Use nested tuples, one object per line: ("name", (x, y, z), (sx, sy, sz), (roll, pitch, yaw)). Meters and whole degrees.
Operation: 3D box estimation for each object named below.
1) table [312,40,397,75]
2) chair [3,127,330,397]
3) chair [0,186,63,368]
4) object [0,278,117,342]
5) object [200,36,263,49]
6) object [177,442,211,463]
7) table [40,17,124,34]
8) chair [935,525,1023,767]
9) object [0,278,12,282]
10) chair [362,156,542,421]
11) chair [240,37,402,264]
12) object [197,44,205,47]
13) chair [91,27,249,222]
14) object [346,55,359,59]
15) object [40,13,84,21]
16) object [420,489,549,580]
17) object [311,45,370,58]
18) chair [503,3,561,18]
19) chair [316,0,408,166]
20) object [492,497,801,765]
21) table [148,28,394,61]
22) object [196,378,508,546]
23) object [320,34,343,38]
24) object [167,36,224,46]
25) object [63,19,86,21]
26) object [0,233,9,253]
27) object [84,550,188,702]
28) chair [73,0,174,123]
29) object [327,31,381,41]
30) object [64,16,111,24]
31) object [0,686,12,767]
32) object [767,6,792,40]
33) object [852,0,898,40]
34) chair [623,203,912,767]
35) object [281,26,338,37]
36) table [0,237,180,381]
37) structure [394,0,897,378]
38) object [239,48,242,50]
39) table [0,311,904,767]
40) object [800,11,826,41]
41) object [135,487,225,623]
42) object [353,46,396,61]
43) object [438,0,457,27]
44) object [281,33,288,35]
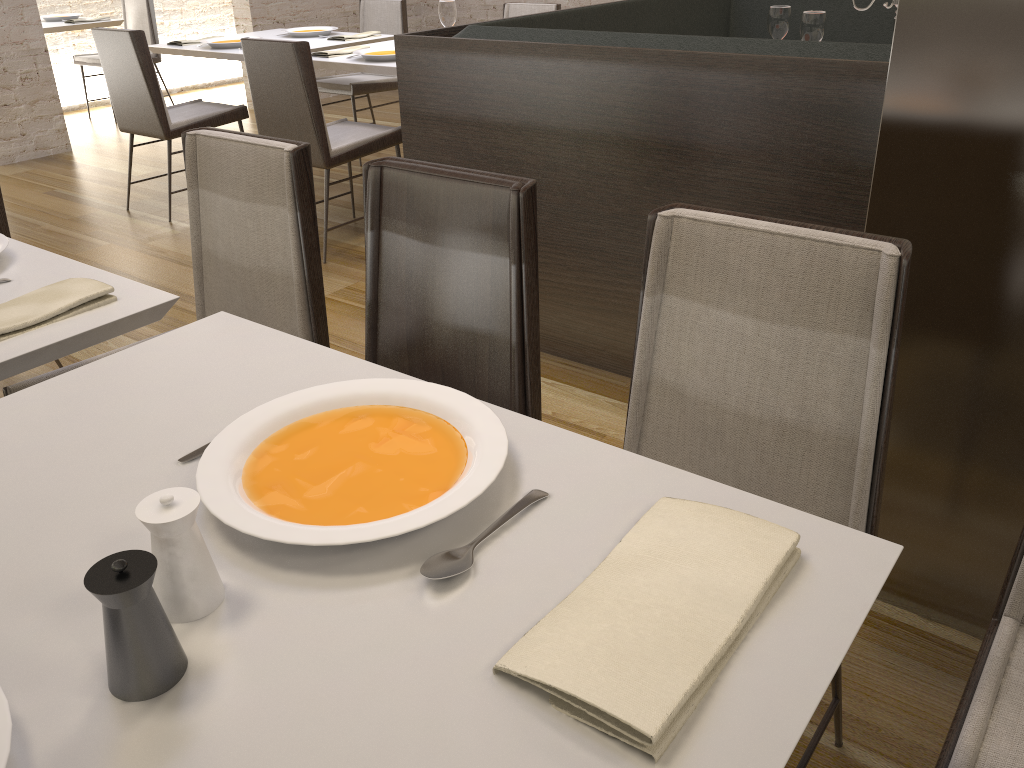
("table", (-0.388, -1.256, 4.401), (1.016, 0.748, 0.946), (17, 32, 33))
("chair", (-0.687, -0.021, 1.866), (0.414, 0.891, 0.572), (17, 32, 33))
("chair", (-1.814, -0.386, 2.644), (0.414, 0.891, 0.572), (17, 32, 33))
("object", (-0.771, -0.107, 1.359), (0.143, 0.032, 0.276), (17, 33, 33))
("object", (-1.474, -1.796, 4.666), (0.321, 0.035, 0.327), (-5, 27, -6))
("object", (-0.308, 0.048, 1.037), (0.017, 0.010, 0.187), (17, 33, 33))
("table", (-3.481, -2.255, 6.531), (1.016, 0.748, 0.946), (17, 32, 33))
("chair", (0.686, 0.423, 0.919), (0.414, 0.891, 0.572), (17, 32, 33))
("object", (-0.914, -0.150, 1.454), (0.038, 0.015, 0.183), (18, 33, 34))
("chair", (-0.241, 0.123, 1.559), (0.414, 0.891, 0.572), (17, 32, 33))
("chair", (-0.804, -1.077, 3.924), (0.414, 0.891, 0.572), (17, 32, 33))
("object", (-1.618, -1.833, 4.764), (0.038, 0.015, 0.183), (18, 33, 34))
("chair", (-1.712, -1.371, 4.550), (0.414, 0.891, 0.572), (17, 32, 33))
("object", (-0.706, -1.538, 4.135), (0.038, 0.015, 0.183), (18, 33, 34))
("object", (-3.331, -2.707, 6.551), (0.322, 0.035, 0.326), (-10, 28, -15))
("object", (-0.020, 0.139, 0.837), (0.038, 0.015, 0.183), (18, 33, 34))
("object", (-0.824, -1.590, 4.241), (0.143, 0.032, 0.276), (17, 33, 33))
("chair", (-0.018, -1.586, 4.863), (0.414, 0.891, 0.572), (17, 32, 33))
("chair", (-0.926, -1.880, 5.489), (0.414, 0.891, 0.572), (17, 32, 33))
("object", (0.123, 0.183, 0.741), (0.143, 0.032, 0.276), (17, 33, 33))
("table", (-1.300, -1.551, 5.030), (1.016, 0.748, 0.946), (17, 32, 33))
("object", (-0.164, 0.083, 0.938), (0.322, 0.035, 0.327), (6, 28, 14))
("object", (-1.006, -1.947, 4.949), (0.038, 0.015, 0.183), (18, 33, 34))
("object", (-1.737, -1.885, 4.871), (0.143, 0.032, 0.276), (17, 33, 33))
("object", (-3.187, -2.651, 6.449), (0.038, 0.015, 0.183), (18, 33, 34))
("object", (-1.059, -0.207, 1.555), (0.322, 0.035, 0.326), (-9, 28, -13))
("object", (-0.288, 0.179, 0.675), (0.059, 0.108, 0.060), (12, 29, 26))
("chair", (-3.078, -2.576, 6.975), (0.414, 0.891, 0.572), (17, 32, 33))
("object", (-0.863, -1.904, 4.854), (0.143, 0.032, 0.276), (17, 33, 33))
("object", (-3.044, -2.607, 6.354), (0.143, 0.032, 0.276), (17, 33, 33))
("object", (-0.487, 0.291, 0.554), (0.322, 0.035, 0.327), (6, 28, 14))
("object", (1.000, -1.300, 3.338), (0.086, 0.227, 0.088), (2, 26, 7))
("object", (1.321, -1.364, 2.984), (0.132, 0.646, 0.393), (-23, 33, -36))
("chair", (0.231, 0.276, 1.233), (0.414, 0.891, 0.572), (17, 32, 33))
("object", (-1.151, -2.003, 5.050), (0.321, 0.035, 0.327), (-5, 27, -6))
("table", (-1.208, 0.246, 1.536), (1.016, 0.748, 0.946), (17, 32, 33))
("structure", (4.642, 0.235, 0.936), (10.806, 0.985, 2.398), (18, 33, 33))
("object", (-1.330, -1.737, 4.566), (0.017, 0.010, 0.187), (17, 33, 33))
("table", (-0.314, 0.535, 0.918), (1.016, 0.748, 0.946), (17, 32, 33))
("object", (1.050, -1.186, 3.115), (0.086, 0.227, 0.088), (-9, 27, -15))
("object", (-0.282, 0.140, 0.750), (0.059, 0.108, 0.060), (12, 29, 26))
("object", (-0.562, -1.500, 4.037), (0.321, 0.035, 0.327), (-5, 27, -6))
("object", (-0.295, -1.655, 4.107), (0.087, 0.227, 0.087), (-12, 28, -20))
("object", (-1.295, -2.039, 5.149), (0.017, 0.010, 0.187), (17, 33, 33))
